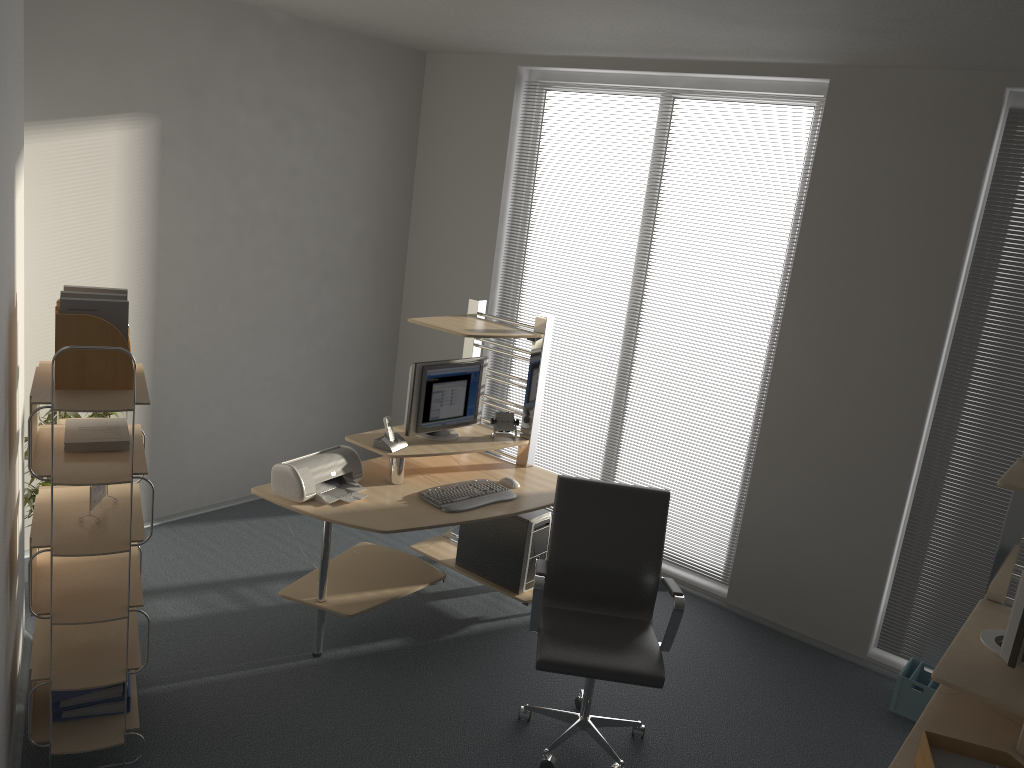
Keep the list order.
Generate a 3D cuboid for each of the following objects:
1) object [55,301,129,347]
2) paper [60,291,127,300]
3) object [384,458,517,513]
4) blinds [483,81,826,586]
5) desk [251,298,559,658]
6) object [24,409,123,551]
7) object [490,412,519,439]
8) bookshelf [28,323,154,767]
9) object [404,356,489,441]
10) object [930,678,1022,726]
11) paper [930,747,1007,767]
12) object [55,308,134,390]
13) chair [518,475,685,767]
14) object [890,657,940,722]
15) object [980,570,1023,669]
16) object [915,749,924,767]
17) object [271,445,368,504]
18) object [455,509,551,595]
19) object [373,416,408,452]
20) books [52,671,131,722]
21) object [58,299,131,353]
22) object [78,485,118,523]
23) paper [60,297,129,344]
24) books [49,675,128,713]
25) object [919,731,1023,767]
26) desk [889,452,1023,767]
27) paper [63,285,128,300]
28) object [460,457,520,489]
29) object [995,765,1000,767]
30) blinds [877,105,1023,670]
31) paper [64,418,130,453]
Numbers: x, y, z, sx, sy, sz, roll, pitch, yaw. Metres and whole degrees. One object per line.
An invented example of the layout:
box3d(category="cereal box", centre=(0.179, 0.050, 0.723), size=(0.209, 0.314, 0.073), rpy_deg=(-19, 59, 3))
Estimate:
box3d(category="object", centre=(-1.488, -0.152, 3.157), size=(0.243, 0.259, 0.113), rpy_deg=(1, 15, -25))
box3d(category="paper", centre=(-1.495, -0.176, 3.169), size=(0.213, 0.297, 0.045), rpy_deg=(1, 15, -25))
box3d(category="object", centre=(-0.404, 0.489, 4.479), size=(0.478, 0.082, 0.814), rpy_deg=(-6, 19, -45))
box3d(category="blinds", centre=(0.682, -0.380, 5.435), size=(1.950, 2.749, 0.037), rpy_deg=(17, 16, 35))
box3d(category="desk", centre=(-0.372, 0.464, 4.336), size=(0.967, 1.566, 1.469), rpy_deg=(17, 16, 35))
box3d(category="object", centre=(-2.110, 0.471, 4.302), size=(0.544, 1.147, 0.644), rpy_deg=(1, 15, -24))
box3d(category="object", centre=(-0.042, 0.220, 4.768), size=(0.154, 0.135, 0.093), rpy_deg=(3, 14, -17))
box3d(category="bookshelf", centre=(-1.553, 0.565, 3.275), size=(0.381, 1.572, 0.724), rpy_deg=(1, 15, -26))
box3d(category="object", centre=(-0.369, 0.062, 4.640), size=(0.516, 0.418, 0.245), rpy_deg=(-3, 17, -38))
box3d(category="object", centre=(1.746, 1.158, 2.850), size=(0.478, 0.082, 0.814), rpy_deg=(-6, 19, -45))
box3d(category="paper", centre=(1.317, 1.109, 2.468), size=(0.297, 0.010, 0.210), rpy_deg=(11, 14, 15))
box3d(category="object", centre=(-1.435, -0.119, 3.050), size=(0.243, 0.259, 0.113), rpy_deg=(0, 15, -28))
box3d(category="chair", centre=(0.353, 0.996, 3.623), size=(0.584, 1.048, 0.652), rpy_deg=(8, 13, 2))
box3d(category="object", centre=(1.976, 1.494, 4.295), size=(0.185, 0.202, 0.245), rpy_deg=(17, 16, 35))
box3d(category="object", centre=(1.800, 0.725, 3.047), size=(0.516, 0.418, 0.245), rpy_deg=(-1, 16, -31))
box3d(category="object", centre=(1.311, 1.147, 2.477), size=(0.309, 0.060, 0.225), rpy_deg=(11, 14, 15))
box3d(category="object", centre=(-0.836, 0.426, 4.107), size=(0.351, 0.162, 0.438), rpy_deg=(14, 15, 27))
box3d(category="object", centre=(-0.044, 0.843, 4.804), size=(0.471, 0.422, 0.199), rpy_deg=(17, 16, 35))
box3d(category="object", centre=(-0.593, 0.237, 4.367), size=(0.119, 0.151, 0.150), rpy_deg=(13, 14, 22))
box3d(category="books", centre=(-1.612, 1.156, 3.410), size=(0.262, 0.072, 0.320), rpy_deg=(1, 15, -25))
box3d(category="object", centre=(-1.535, -0.184, 3.267), size=(0.243, 0.259, 0.113), rpy_deg=(2, 14, -23))
box3d(category="object", centre=(-1.506, 0.393, 3.235), size=(0.077, 0.161, 0.192), rpy_deg=(6, 13, -8))
box3d(category="paper", centre=(-1.442, -0.144, 3.062), size=(0.213, 0.297, 0.045), rpy_deg=(0, 15, -28))
box3d(category="books", centre=(-1.614, 1.103, 3.393), size=(0.263, 0.100, 0.320), rpy_deg=(1, 15, -25))
box3d(category="object", centre=(1.318, 1.093, 2.464), size=(0.309, 0.060, 0.225), rpy_deg=(11, 14, 15))
box3d(category="desk", centre=(1.814, 1.132, 2.728), size=(0.967, 1.566, 1.469), rpy_deg=(17, 16, 35))
box3d(category="paper", centre=(-1.541, -0.209, 3.281), size=(0.213, 0.297, 0.045), rpy_deg=(2, 14, -23))
box3d(category="object", centre=(-0.218, 0.442, 4.763), size=(0.742, 0.088, 0.168), rpy_deg=(18, 17, 37))
box3d(category="object", centre=(1.396, 1.113, 2.461), size=(0.008, 0.009, 0.159), rpy_deg=(5, 13, -8))
box3d(category="blinds", centre=(2.874, 0.291, 3.824), size=(1.950, 2.770, 0.022), rpy_deg=(17, 16, 35))
box3d(category="paper", centre=(-1.534, 0.186, 3.279), size=(0.213, 0.046, 0.297), rpy_deg=(1, 15, -26))
